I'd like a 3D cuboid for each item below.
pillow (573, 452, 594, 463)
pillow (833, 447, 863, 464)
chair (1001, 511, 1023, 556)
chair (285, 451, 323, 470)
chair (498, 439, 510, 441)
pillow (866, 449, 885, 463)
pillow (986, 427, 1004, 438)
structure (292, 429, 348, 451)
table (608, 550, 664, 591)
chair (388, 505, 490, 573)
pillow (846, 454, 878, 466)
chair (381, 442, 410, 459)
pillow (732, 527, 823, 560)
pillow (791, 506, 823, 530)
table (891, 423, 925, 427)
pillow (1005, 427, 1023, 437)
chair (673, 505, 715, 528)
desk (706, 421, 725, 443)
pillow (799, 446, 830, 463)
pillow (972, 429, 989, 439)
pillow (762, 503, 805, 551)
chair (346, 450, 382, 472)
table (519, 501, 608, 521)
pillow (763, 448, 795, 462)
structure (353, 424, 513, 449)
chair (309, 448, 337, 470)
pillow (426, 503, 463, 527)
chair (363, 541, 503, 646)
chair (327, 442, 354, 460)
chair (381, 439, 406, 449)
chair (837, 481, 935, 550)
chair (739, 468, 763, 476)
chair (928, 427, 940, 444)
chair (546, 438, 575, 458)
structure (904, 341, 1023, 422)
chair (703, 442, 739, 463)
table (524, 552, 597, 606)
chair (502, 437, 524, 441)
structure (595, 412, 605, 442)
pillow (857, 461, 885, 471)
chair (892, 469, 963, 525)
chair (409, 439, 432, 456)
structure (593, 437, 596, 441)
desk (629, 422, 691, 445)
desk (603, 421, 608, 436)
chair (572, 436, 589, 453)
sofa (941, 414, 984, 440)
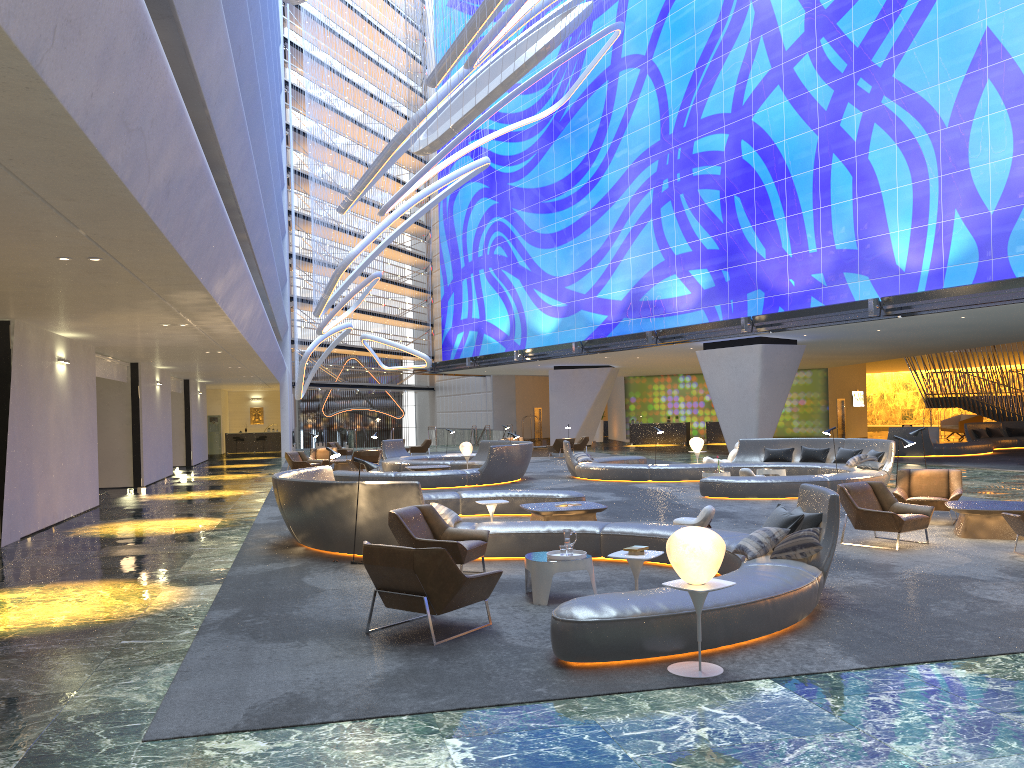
[{"bbox_3d":[1.858,1.961,23.774,0.692,0.262,0.877,-1,-2,-5],"label":"pillow"},{"bbox_3d":[7.741,1.658,20.434,0.315,0.386,0.785,-1,-1,-22],"label":"pillow"},{"bbox_3d":[6.166,1.579,9.946,0.929,0.766,0.939,-2,-1,6],"label":"chair"},{"bbox_3d":[-6.420,2.458,27.241,0.939,0.766,0.929,-2,-1,20],"label":"chair"},{"bbox_3d":[-0.020,2.533,34.487,0.939,0.766,0.929,-2,-1,20],"label":"chair"},{"bbox_3d":[7.890,1.624,19.409,0.317,0.366,0.775,-1,-2,3],"label":"pillow"},{"bbox_3d":[17.970,1.805,33.010,0.759,0.417,0.281,-1,-1,-20],"label":"pillow"},{"bbox_3d":[-12.632,7.039,58.226,3.016,8.238,19.840,-1,-2,-13],"label":"structure"},{"bbox_3d":[1.008,1.688,7.263,0.428,0.595,0.418,-2,-1,31],"label":"table"},{"bbox_3d":[-0.805,1.746,9.713,0.939,0.766,0.929,-2,-1,20],"label":"chair"},{"bbox_3d":[7.704,1.674,19.469,0.878,0.262,0.692,-3,-2,42],"label":"pillow"},{"bbox_3d":[-4.747,2.695,35.816,0.930,0.766,0.938,-2,-1,39],"label":"chair"},{"bbox_3d":[2.441,1.462,8.179,0.874,0.280,0.684,-2,-2,24],"label":"pillow"},{"bbox_3d":[2.771,1.399,8.589,0.295,0.369,0.769,-1,-1,0],"label":"pillow"},{"bbox_3d":[19.865,2.374,44.526,1.242,0.727,2.306,-2,-2,35],"label":"table"},{"bbox_3d":[18.883,1.792,33.164,0.784,0.386,0.315,-2,-1,3],"label":"pillow"},{"bbox_3d":[2.437,1.864,11.759,0.587,0.501,0.491,-2,-1,21],"label":"chair"},{"bbox_3d":[11.433,2.425,44.989,2.978,1.097,0.813,-2,-1,24],"label":"desk"},{"bbox_3d":[7.215,1.691,21.197,0.281,0.417,0.759,-1,-1,-45],"label":"pillow"},{"bbox_3d":[17.234,1.833,32.575,0.769,0.369,0.295,0,-1,-34],"label":"pillow"},{"bbox_3d":[2.575,1.377,8.509,0.315,0.386,0.785,-1,-1,2],"label":"pillow"},{"bbox_3d":[-4.472,2.401,26.989,0.929,0.766,0.939,-1,-1,-30],"label":"chair"},{"bbox_3d":[0.758,1.998,13.110,1.203,0.392,1.204,-1,-2,-13],"label":"table"},{"bbox_3d":[6.511,1.747,21.680,0.769,0.369,0.295,-2,-1,31],"label":"pillow"},{"bbox_3d":[-6.464,6.978,60.103,9.303,8.398,19.744,-1,-2,-13],"label":"structure"},{"bbox_3d":[-6.333,2.538,29.776,0.929,0.766,0.939,-1,-1,-7],"label":"chair"},{"bbox_3d":[-0.965,1.619,11.067,0.877,0.262,0.692,-3,-2,39],"label":"pillow"},{"bbox_3d":[-0.695,1.667,7.361,0.930,0.766,0.938,-2,-1,37],"label":"chair"},{"bbox_3d":[-7.123,2.783,36.701,0.939,0.766,0.929,-2,-1,12],"label":"chair"},{"bbox_3d":[-5.166,2.800,38.736,0.929,0.766,0.939,-2,-1,14],"label":"chair"},{"bbox_3d":[4.718,1.658,11.274,0.929,0.766,0.939,-1,-1,-35],"label":"chair"},{"bbox_3d":[5.482,2.031,19.263,0.586,0.501,1.784,-2,-2,41],"label":"chair"},{"bbox_3d":[15.270,2.028,32.552,0.729,0.882,1.157,-2,-1,31],"label":"chair"},{"bbox_3d":[1.928,2.476,34.235,0.929,0.766,0.939,-1,-1,-30],"label":"chair"},{"bbox_3d":[25.947,-0.490,36.474,11.979,6.246,16.499,-1,-2,-13],"label":"structure"},{"bbox_3d":[5.662,1.973,23.455,1.157,0.882,0.729,-2,-1,6],"label":"chair"},{"bbox_3d":[0.447,1.856,8.545,0.671,0.406,0.674,-1,-1,-17],"label":"table"},{"bbox_3d":[0.066,2.613,37.022,0.929,0.766,0.939,-1,-1,-7],"label":"chair"},{"bbox_3d":[5.015,2.306,50.929,1.022,2.051,0.773,-1,0,-35],"label":"structure"},{"bbox_3d":[7.463,1.710,18.421,0.445,0.207,0.443,-3,-2,38],"label":"pillow"},{"bbox_3d":[6.248,1.686,13.297,0.930,0.766,0.938,-2,-1,28],"label":"chair"},{"bbox_3d":[-3.891,2.731,37.585,0.938,0.766,0.930,-1,-1,-11],"label":"chair"},{"bbox_3d":[5.017,2.375,53.068,0.772,2.051,1.022,-1,0,-42],"label":"structure"},{"bbox_3d":[7.587,2.539,45.520,2.978,1.097,0.813,-2,-1,26],"label":"desk"},{"bbox_3d":[6.202,3.093,61.478,2.978,1.097,0.813,-2,-1,26],"label":"desk"},{"bbox_3d":[2.616,2.510,35.809,0.938,0.766,0.930,-1,-1,-5],"label":"chair"},{"bbox_3d":[21.422,2.045,42.250,1.062,1.180,3.417,-2,-2,13],"label":"sofa"}]
